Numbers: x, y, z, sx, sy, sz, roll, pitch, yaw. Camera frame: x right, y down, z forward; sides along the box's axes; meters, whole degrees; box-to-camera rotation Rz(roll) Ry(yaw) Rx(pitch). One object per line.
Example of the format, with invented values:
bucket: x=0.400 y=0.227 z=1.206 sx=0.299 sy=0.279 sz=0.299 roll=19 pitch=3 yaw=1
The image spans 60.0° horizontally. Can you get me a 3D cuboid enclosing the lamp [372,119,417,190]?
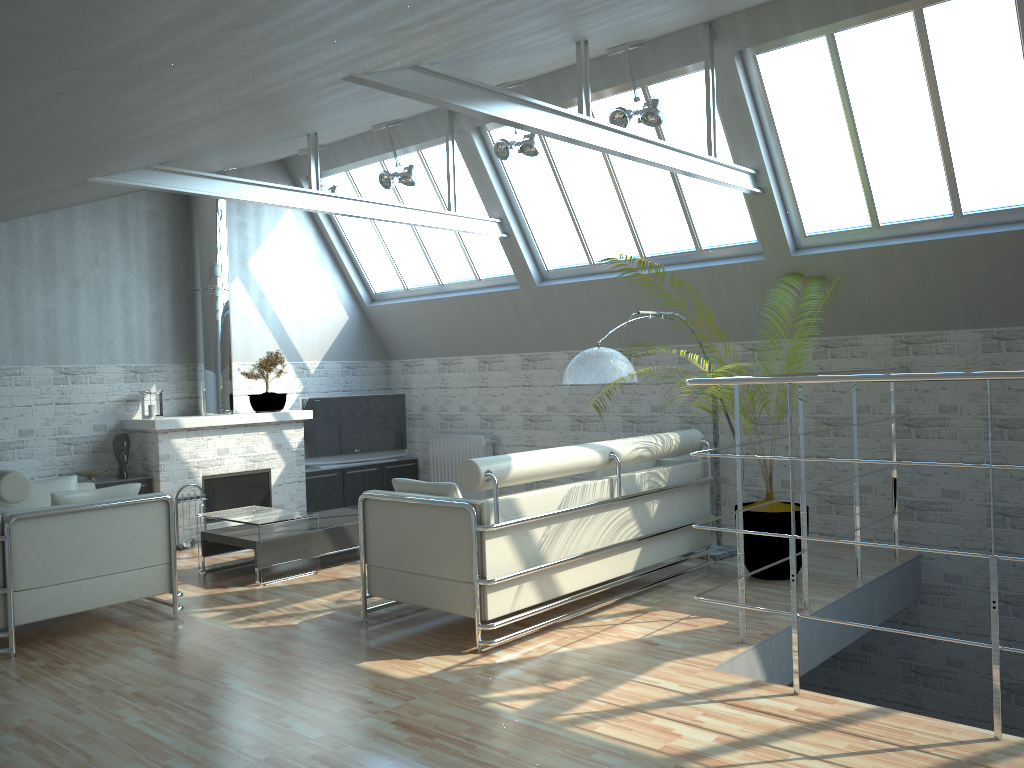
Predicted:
lamp: x=-2.122 y=-4.078 z=15.706 sx=0.619 sy=1.172 sz=0.808 roll=-3 pitch=1 yaw=-44

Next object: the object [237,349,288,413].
object: x=-4.938 y=-0.071 z=17.584 sx=1.115 sy=1.265 sz=0.572 roll=-3 pitch=1 yaw=-45

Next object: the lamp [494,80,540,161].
lamp: x=-0.009 y=-4.127 z=13.831 sx=0.618 sy=1.172 sz=0.808 roll=-3 pitch=1 yaw=-44

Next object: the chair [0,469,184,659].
chair: x=-5.728 y=1.950 z=11.050 sx=2.507 sy=2.001 sz=2.201 roll=-1 pitch=1 yaw=42

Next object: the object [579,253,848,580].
object: x=2.708 y=0.462 z=12.214 sx=3.777 sy=4.386 sz=5.015 roll=-2 pitch=1 yaw=17

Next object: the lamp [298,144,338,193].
lamp: x=-3.775 y=-4.039 z=17.173 sx=0.619 sy=1.172 sz=0.808 roll=-3 pitch=1 yaw=-44

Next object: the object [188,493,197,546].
object: x=-5.632 y=2.385 z=15.629 sx=0.145 sy=0.932 sz=0.065 roll=-2 pitch=1 yaw=23

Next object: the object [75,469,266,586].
object: x=-5.264 y=1.619 z=14.241 sx=4.859 sy=2.558 sz=1.528 roll=-1 pitch=1 yaw=41

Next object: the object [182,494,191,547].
object: x=-5.724 y=2.381 z=15.520 sx=0.146 sy=0.916 sz=0.131 roll=-1 pitch=1 yaw=42

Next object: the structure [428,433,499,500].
structure: x=-1.058 y=1.858 z=19.244 sx=1.892 sy=1.524 sz=0.508 roll=-1 pitch=1 yaw=42

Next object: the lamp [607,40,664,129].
lamp: x=1.659 y=-4.166 z=12.352 sx=0.619 sy=1.172 sz=0.808 roll=-3 pitch=1 yaw=-44

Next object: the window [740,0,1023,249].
window: x=5.578 y=-3.491 z=11.562 sx=4.651 sy=2.787 sz=1.897 roll=-1 pitch=1 yaw=42

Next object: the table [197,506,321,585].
table: x=-3.854 y=2.406 z=13.445 sx=1.726 sy=0.867 sz=1.015 roll=-1 pitch=1 yaw=42

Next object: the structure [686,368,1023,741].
structure: x=5.790 y=1.197 z=9.086 sx=5.366 sy=2.781 sz=6.483 roll=-1 pitch=1 yaw=42

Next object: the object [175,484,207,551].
object: x=-5.705 y=2.332 z=15.761 sx=0.412 sy=1.124 sz=0.584 roll=-1 pitch=1 yaw=42

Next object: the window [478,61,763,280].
window: x=1.779 y=-3.403 z=14.933 sx=4.651 sy=2.787 sz=1.897 roll=-1 pitch=1 yaw=42

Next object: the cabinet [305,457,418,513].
cabinet: x=-3.562 y=2.273 z=19.563 sx=0.908 sy=1.016 sz=3.234 roll=-1 pitch=1 yaw=42

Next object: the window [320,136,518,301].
window: x=-2.021 y=-3.314 z=18.304 sx=4.651 sy=2.787 sz=1.897 roll=-1 pitch=1 yaw=42

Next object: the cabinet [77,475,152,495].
cabinet: x=-8.211 y=2.362 z=14.303 sx=0.914 sy=1.270 sz=4.572 roll=-1 pitch=1 yaw=42

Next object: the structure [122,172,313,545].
structure: x=-5.640 y=-0.709 z=17.055 sx=1.309 sy=7.180 sz=3.302 roll=-1 pitch=1 yaw=42

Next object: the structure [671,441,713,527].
structure: x=2.784 y=1.768 z=15.836 sx=1.892 sy=1.524 sz=0.508 roll=-1 pitch=1 yaw=42

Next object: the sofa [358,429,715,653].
sofa: x=0.530 y=1.736 z=11.635 sx=2.199 sy=1.999 sz=4.866 roll=-1 pitch=1 yaw=42

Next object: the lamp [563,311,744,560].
lamp: x=2.552 y=0.785 z=13.236 sx=4.621 sy=3.709 sz=1.015 roll=-3 pitch=1 yaw=-42

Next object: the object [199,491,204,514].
object: x=-5.535 y=2.350 z=15.824 sx=0.155 sy=0.873 sz=0.026 roll=-1 pitch=1 yaw=43

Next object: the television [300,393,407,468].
television: x=-3.497 y=1.004 z=19.573 sx=2.577 sy=1.514 sz=0.592 roll=-2 pitch=1 yaw=-38

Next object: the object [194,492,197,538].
object: x=-5.611 y=2.344 z=15.739 sx=0.025 sy=0.855 sz=0.025 roll=-2 pitch=1 yaw=-26
